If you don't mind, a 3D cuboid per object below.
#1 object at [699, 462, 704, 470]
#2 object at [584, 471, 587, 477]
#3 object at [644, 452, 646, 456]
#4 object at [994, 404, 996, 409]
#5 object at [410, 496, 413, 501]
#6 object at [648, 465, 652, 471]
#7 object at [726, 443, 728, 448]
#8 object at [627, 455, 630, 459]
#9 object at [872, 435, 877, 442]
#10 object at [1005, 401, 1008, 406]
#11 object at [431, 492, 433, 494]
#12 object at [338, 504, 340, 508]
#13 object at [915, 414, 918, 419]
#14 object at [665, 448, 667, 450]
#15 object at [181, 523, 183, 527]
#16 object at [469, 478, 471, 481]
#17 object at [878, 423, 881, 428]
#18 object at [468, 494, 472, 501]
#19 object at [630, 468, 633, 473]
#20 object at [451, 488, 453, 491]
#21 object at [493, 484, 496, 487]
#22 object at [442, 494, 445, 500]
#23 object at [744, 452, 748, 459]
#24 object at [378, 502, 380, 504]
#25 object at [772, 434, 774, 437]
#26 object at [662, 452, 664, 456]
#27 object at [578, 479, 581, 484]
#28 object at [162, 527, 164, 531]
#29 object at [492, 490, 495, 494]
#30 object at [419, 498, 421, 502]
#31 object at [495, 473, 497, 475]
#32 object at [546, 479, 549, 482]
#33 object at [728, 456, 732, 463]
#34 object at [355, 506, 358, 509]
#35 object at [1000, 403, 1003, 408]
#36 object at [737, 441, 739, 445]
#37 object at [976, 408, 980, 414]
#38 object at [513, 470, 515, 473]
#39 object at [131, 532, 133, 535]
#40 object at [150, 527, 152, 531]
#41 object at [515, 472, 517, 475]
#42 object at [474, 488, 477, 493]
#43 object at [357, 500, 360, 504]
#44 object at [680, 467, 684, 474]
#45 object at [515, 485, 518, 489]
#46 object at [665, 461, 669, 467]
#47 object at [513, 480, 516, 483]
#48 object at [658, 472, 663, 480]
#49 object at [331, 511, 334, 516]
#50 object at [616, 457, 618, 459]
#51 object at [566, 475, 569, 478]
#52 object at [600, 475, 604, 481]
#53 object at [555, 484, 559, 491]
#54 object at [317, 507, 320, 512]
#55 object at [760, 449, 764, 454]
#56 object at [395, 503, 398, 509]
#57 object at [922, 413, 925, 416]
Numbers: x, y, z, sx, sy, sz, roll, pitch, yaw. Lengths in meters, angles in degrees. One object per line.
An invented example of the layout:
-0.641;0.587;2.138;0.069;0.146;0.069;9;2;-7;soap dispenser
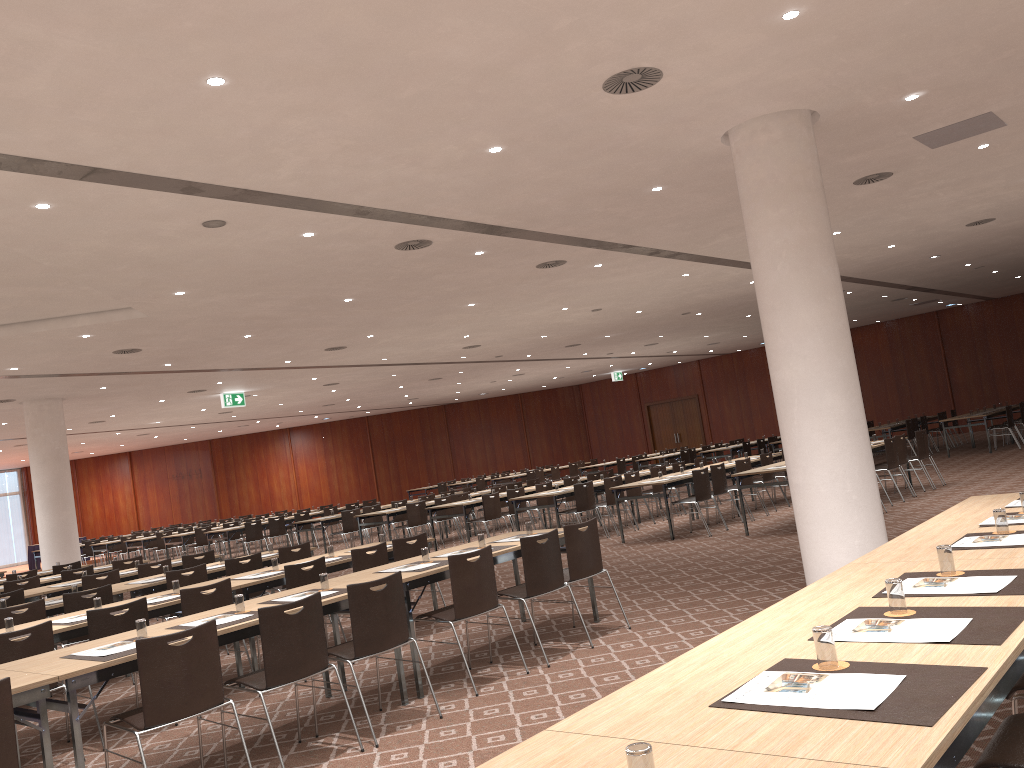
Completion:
3.068;1.328;14.348;0.054;0.114;0.054;-11;-4;29;object
1.556;1.896;18.662;0.054;0.114;0.054;-8;-4;-16;object
4.184;2.205;27.898;0.054;0.114;0.054;-9;-4;6;object
11.680;0.549;21.450;0.054;0.114;0.054;-9;-4;6;object
-2.290;2.611;20.239;0.054;0.114;0.054;-8;-4;-16;object
2.627;1.591;16.865;0.054;0.114;0.054;-9;-4;6;object
5.720;1.633;23.574;0.054;0.114;0.054;-8;-4;-16;object
3.567;2.243;27.153;0.054;0.114;0.054;-8;-4;-16;object
6.046;0.903;14.796;0.054;0.114;0.054;-8;-4;-16;object
12.515;0.497;22.433;0.054;0.114;0.054;-9;-4;6;object
-1.870;2.585;20.731;0.054;0.114;0.054;-8;-4;-16;object
-4.488;3.164;22.997;0.054;0.114;0.054;-8;-4;-16;object
10.592;0.856;23.239;0.054;0.114;0.054;-9;-4;6;object
5.024;2.152;28.887;0.054;0.114;0.054;-9;-4;6;object
-10.472;4.486;28.139;0.054;0.114;0.054;-9;-4;6;object
-1.393;3.206;29.711;0.054;0.114;0.054;-8;-4;-16;object
8.716;0.972;21.004;0.054;0.114;0.054;-8;-4;-16;object
-0.752;2.040;15.931;0.054;0.114;0.054;-6;-5;-39;object
2.209;1.617;16.367;0.054;0.114;0.054;-9;-4;6;object
-1.439;2.557;21.236;0.054;0.114;0.054;-8;-4;-16;object
-0.375;2.254;19.447;0.054;0.114;0.054;-9;-4;6;object
-1.411;2.319;18.214;0.054;0.114;0.054;-11;-4;29;object
4.117;1.263;15.590;0.054;0.114;0.054;-8;-4;-16;object
-2.921;2.652;19.501;0.054;0.114;0.054;-11;-4;29;object
7.608;1.516;25.822;0.054;0.114;0.054;-9;-4;6;object
4.233;1.964;24.872;0.054;0.114;0.054;-9;-4;6;object
1.153;1.685;15.141;0.054;0.114;0.054;-11;-4;29;object
-10.885;4.511;27.643;0.054;0.114;0.054;-9;-4;6;object
-0.340;2.015;16.428;0.054;0.114;0.054;-6;-5;-39;object
-1.835;2.347;17.727;0.054;0.114;0.054;-11;-4;29;object
-0.544;3.151;30.688;0.054;0.114;0.054;-8;-4;-16;object
0.716;1.948;17.668;0.054;0.114;0.054;-8;-4;-16;object
3.708;1.287;15.096;0.054;0.114;0.054;-8;-4;-16;object
-3.326;2.676;19.006;0.054;0.114;0.054;-11;-4;29;object
12.100;0.522;21.940;0.054;0.114;0.054;-9;-4;6;object
6.140;1.608;24.074;0.054;0.114;0.054;-8;-4;-16;object
10.631;0.616;20.226;0.054;0.114;0.054;-8;-4;-16;object
0.076;3.113;31.430;0.054;0.114;0.054;-9;-4;6;object
-11.525;4.553;26.906;0.054;0.114;0.054;-11;-4;29;object
-11.967;4.816;29.430;0.054;0.114;0.054;-9;-4;6;object
0.114;2.874;28.420;0.054;0.114;0.054;-8;-4;-16;object
-0.787;2.280;18.955;0.054;0.114;0.054;-9;-4;6;object
-4.068;3.136;23.475;0.054;0.114;0.054;-8;-4;-16;object
2.659;1.353;13.851;0.054;0.114;0.054;-11;-4;29;object
0.083;1.988;16.914;0.054;0.114;0.054;-6;-5;-39;object
3.033;1.568;17.370;0.054;0.114;0.054;-9;-4;6;object
0.059;2.226;19.949;0.054;0.114;0.054;-9;-4;6;object
2.240;1.380;13.365;0.054;0.114;0.054;-11;-4;29;object
-3.751;2.704;18.523;0.054;0.114;0.054;-11;-4;29;object
3.155;2.268;26.660;0.054;0.114;0.054;-8;-4;-16;object
1.132;1.923;18.165;0.054;0.114;0.054;-8;-4;-16;object
1.590;1.657;15.643;0.054;0.114;0.054;-11;-4;29;object
0.741;1.710;14.639;0.054;0.114;0.054;-11;-4;29;object
-4.911;3.191;22.502;0.054;0.114;0.054;-8;-4;-16;object
4.546;1.235;16.091;0.054;0.114;0.054;-8;-4;-16;object
-2.244;2.371;17.224;0.054;0.114;0.054;-11;-4;29;object
11.013;0.829;23.730;0.054;0.114;0.054;-9;-4;6;object
